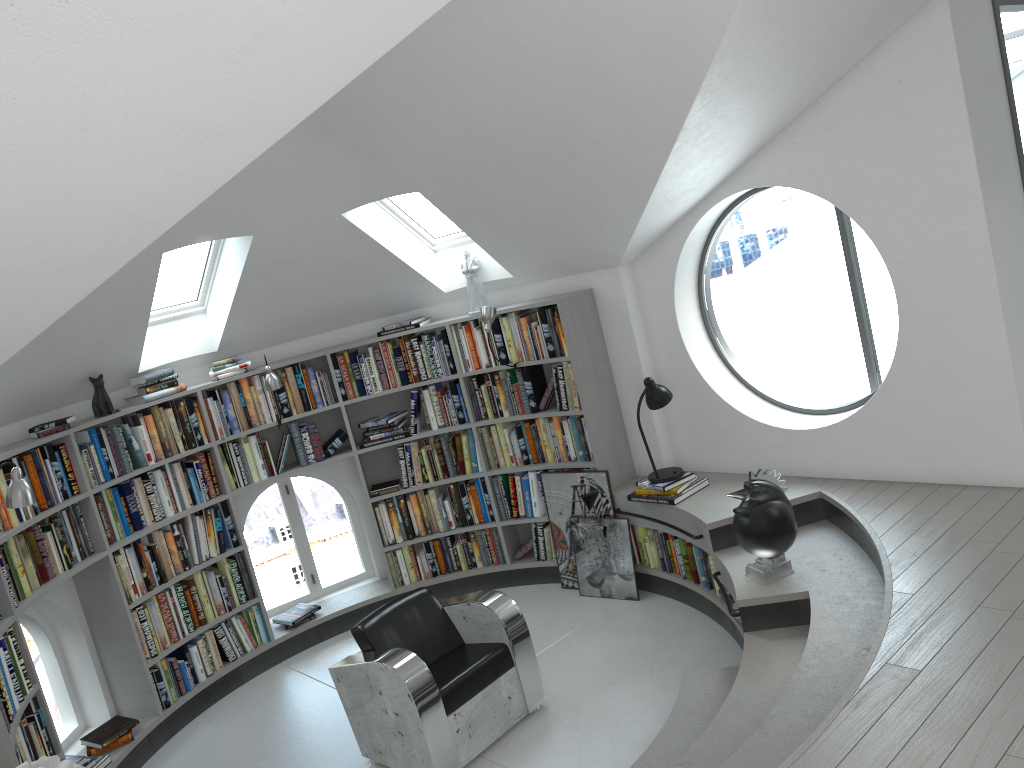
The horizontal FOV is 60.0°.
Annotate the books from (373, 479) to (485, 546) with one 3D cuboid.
[{"bbox_3d":[-0.620,0.942,6.762,0.872,0.349,0.273,-14,8,2],"label":"books"}]

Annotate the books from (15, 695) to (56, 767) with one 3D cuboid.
[{"bbox_3d":[-2.176,1.980,3.897,0.392,0.693,1.640,-18,10,-29],"label":"books"}]

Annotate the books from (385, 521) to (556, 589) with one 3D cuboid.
[{"bbox_3d":[-0.262,1.236,6.737,1.495,0.310,0.361,-12,9,12],"label":"books"}]

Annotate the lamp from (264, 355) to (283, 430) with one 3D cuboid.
[{"bbox_3d":[-1.685,0.070,6.188,0.114,0.564,0.357,-19,9,-32],"label":"lamp"}]

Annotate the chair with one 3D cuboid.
[{"bbox_3d":[-0.414,1.564,4.806,0.740,0.717,0.827,-6,12,45],"label":"chair"}]

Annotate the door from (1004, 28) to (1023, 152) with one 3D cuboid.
[{"bbox_3d":[3.768,-1.306,6.229,1.049,2.338,0.080,-9,9,35],"label":"door"}]

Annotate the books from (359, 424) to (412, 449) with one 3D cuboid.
[{"bbox_3d":[-0.945,0.390,6.745,0.388,0.042,0.367,-14,9,1],"label":"books"}]

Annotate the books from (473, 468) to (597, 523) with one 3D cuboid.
[{"bbox_3d":[0.271,0.768,6.477,1.181,0.357,0.305,-9,10,31],"label":"books"}]

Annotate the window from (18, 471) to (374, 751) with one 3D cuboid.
[{"bbox_3d":[-2.287,1.480,6.017,0.616,1.146,3.250,-8,11,36],"label":"window"}]

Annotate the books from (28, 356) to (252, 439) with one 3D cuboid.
[{"bbox_3d":[-2.590,0.180,5.229,0.746,0.173,2.831,-11,10,21],"label":"books"}]

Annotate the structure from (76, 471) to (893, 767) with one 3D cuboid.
[{"bbox_3d":[-0.395,1.585,4.682,4.706,0.690,4.731,-13,9,6],"label":"structure"}]

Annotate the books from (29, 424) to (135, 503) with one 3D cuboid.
[{"bbox_3d":[-2.699,0.487,5.490,0.264,0.345,0.686,-10,10,27],"label":"books"}]

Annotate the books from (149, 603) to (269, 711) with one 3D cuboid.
[{"bbox_3d":[-2.115,1.822,6.014,0.287,0.305,1.025,-8,11,35],"label":"books"}]

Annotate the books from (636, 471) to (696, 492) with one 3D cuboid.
[{"bbox_3d":[0.988,0.618,5.701,0.270,0.031,0.286,-19,10,-29],"label":"books"}]

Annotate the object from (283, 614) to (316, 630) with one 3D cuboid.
[{"bbox_3d":[-1.589,1.737,6.577,0.227,0.036,0.214,-18,10,-22],"label":"object"}]

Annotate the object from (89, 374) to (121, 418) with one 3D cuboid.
[{"bbox_3d":[-2.625,0.071,5.673,0.148,0.264,0.201,-21,11,-42],"label":"object"}]

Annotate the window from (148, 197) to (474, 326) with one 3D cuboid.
[{"bbox_3d":[-1.893,-0.799,5.408,4.076,0.710,1.930,-21,12,-39],"label":"window"}]

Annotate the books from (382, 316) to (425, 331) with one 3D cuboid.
[{"bbox_3d":[-0.808,-0.452,6.631,0.247,0.027,0.234,-10,10,23],"label":"books"}]

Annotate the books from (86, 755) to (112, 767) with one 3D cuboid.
[{"bbox_3d":[-2.535,2.229,4.985,0.387,0.042,0.367,-11,9,17],"label":"books"}]

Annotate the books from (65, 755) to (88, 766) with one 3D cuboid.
[{"bbox_3d":[-2.550,2.167,4.976,0.226,0.036,0.215,-9,10,27],"label":"books"}]

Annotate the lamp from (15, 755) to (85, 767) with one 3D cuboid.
[{"bbox_3d":[-1.541,1.521,2.971,0.305,0.523,0.307,-8,10,39],"label":"lamp"}]

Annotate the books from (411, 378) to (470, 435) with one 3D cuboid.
[{"bbox_3d":[-0.530,0.142,6.665,0.552,0.349,0.257,-13,8,7],"label":"books"}]

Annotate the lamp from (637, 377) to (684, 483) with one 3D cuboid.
[{"bbox_3d":[0.935,0.278,5.674,0.323,0.658,0.233,-18,8,-24],"label":"lamp"}]

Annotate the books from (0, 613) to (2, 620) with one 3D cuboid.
[{"bbox_3d":[-2.566,1.091,4.018,0.304,0.346,1.089,-18,10,-23],"label":"books"}]

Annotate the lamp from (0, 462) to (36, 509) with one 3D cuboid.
[{"bbox_3d":[-2.232,0.524,3.724,0.416,0.311,0.116,-22,11,-42],"label":"lamp"}]

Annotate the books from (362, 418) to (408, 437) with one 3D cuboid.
[{"bbox_3d":[-0.961,0.329,6.736,0.285,0.031,0.270,-12,9,10],"label":"books"}]

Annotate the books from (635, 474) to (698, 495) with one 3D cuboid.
[{"bbox_3d":[0.996,0.649,5.705,0.304,0.034,0.288,-6,12,40],"label":"books"}]

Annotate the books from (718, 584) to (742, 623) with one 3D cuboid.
[{"bbox_3d":[1.308,1.240,4.759,0.240,0.167,0.667,-14,9,1],"label":"books"}]

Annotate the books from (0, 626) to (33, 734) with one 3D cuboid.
[{"bbox_3d":[-2.427,1.441,4.061,0.261,0.358,1.020,-17,9,-22],"label":"books"}]

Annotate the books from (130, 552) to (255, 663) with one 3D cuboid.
[{"bbox_3d":[-2.197,1.470,5.984,0.292,0.356,1.038,-8,11,35],"label":"books"}]

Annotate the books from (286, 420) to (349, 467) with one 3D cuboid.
[{"bbox_3d":[-1.428,0.384,6.587,0.400,0.339,0.224,-17,8,-19],"label":"books"}]

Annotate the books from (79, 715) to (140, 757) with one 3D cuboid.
[{"bbox_3d":[-2.409,2.115,5.325,0.319,0.099,0.291,-21,11,-37],"label":"books"}]

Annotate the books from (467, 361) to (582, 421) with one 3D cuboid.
[{"bbox_3d":[0.142,0.025,6.349,1.050,0.357,0.281,-8,10,36],"label":"books"}]

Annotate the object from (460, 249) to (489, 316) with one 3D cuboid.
[{"bbox_3d":[-0.278,-0.738,6.361,0.179,0.471,0.179,-19,9,-30],"label":"object"}]

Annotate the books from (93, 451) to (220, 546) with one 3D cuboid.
[{"bbox_3d":[-2.421,0.744,5.897,0.300,0.358,1.034,-8,11,36],"label":"books"}]

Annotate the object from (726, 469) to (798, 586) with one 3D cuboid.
[{"bbox_3d":[1.297,0.711,4.561,0.320,0.560,0.322,-11,9,23],"label":"object"}]

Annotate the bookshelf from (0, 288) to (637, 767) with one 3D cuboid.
[{"bbox_3d":[-1.466,0.899,5.636,4.355,1.873,2.106,-21,11,-39],"label":"bookshelf"}]

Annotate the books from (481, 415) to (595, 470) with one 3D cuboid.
[{"bbox_3d":[0.243,0.391,6.401,1.018,0.346,0.277,-8,10,35],"label":"books"}]

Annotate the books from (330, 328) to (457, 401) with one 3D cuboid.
[{"bbox_3d":[-0.880,-0.166,6.615,0.969,0.366,0.307,-13,8,4],"label":"books"}]

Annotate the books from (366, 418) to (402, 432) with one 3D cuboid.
[{"bbox_3d":[-0.968,0.299,6.732,0.226,0.036,0.214,-12,9,10],"label":"books"}]

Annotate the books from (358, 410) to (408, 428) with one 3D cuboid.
[{"bbox_3d":[-0.976,0.269,6.728,0.285,0.031,0.271,-9,10,30],"label":"books"}]

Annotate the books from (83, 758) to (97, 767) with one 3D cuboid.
[{"bbox_3d":[-2.543,2.197,4.980,0.285,0.031,0.271,-9,10,27],"label":"books"}]

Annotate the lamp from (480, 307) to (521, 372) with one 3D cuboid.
[{"bbox_3d":[-0.060,-0.303,6.113,0.112,0.523,0.277,-8,10,41],"label":"lamp"}]

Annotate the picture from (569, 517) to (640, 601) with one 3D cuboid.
[{"bbox_3d":[0.624,1.185,6.037,0.488,0.553,0.107,-7,10,40],"label":"picture"}]

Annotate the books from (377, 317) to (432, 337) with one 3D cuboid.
[{"bbox_3d":[-0.801,-0.425,6.634,0.335,0.036,0.318,-12,9,13],"label":"books"}]

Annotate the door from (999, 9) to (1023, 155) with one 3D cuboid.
[{"bbox_3d":[2.426,-0.783,5.095,0.080,2.338,1.050,-20,10,-39],"label":"door"}]

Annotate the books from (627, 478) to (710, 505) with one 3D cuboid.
[{"bbox_3d":[1.004,0.684,5.709,0.367,0.042,0.387,-21,12,-39],"label":"books"}]

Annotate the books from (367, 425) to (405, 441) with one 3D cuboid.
[{"bbox_3d":[-0.953,0.359,6.740,0.286,0.031,0.270,-15,9,-4],"label":"books"}]

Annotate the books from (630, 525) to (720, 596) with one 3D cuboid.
[{"bbox_3d":[1.101,1.072,5.676,0.273,0.297,1.147,-18,10,-25],"label":"books"}]

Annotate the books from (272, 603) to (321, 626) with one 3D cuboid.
[{"bbox_3d":[-1.597,1.708,6.573,0.252,0.029,0.270,-6,12,40],"label":"books"}]

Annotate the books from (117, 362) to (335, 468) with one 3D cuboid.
[{"bbox_3d":[-2.007,0.176,6.259,1.573,0.365,0.393,-20,10,-34],"label":"books"}]

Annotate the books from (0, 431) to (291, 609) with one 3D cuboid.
[{"bbox_3d":[-2.376,0.783,5.628,0.589,0.369,2.544,-9,10,31],"label":"books"}]

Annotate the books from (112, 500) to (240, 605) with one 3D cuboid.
[{"bbox_3d":[-2.296,1.103,5.922,0.297,0.350,1.003,-9,10,34],"label":"books"}]

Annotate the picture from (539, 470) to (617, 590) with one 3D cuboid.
[{"bbox_3d":[0.503,1.026,6.181,0.577,0.860,0.091,-7,10,40],"label":"picture"}]

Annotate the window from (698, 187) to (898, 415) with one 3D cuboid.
[{"bbox_3d":[1.777,-0.526,5.428,0.105,1.465,1.469,-20,10,-39],"label":"window"}]

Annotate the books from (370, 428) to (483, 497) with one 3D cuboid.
[{"bbox_3d":[-0.630,0.558,6.698,0.973,0.351,0.253,-14,8,3],"label":"books"}]

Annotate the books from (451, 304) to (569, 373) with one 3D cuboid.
[{"bbox_3d":[0.041,-0.343,6.307,1.012,0.361,0.294,-8,10,33],"label":"books"}]

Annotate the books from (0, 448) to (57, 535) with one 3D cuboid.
[{"bbox_3d":[-2.831,0.617,4.830,0.269,0.371,0.796,-13,9,4],"label":"books"}]
